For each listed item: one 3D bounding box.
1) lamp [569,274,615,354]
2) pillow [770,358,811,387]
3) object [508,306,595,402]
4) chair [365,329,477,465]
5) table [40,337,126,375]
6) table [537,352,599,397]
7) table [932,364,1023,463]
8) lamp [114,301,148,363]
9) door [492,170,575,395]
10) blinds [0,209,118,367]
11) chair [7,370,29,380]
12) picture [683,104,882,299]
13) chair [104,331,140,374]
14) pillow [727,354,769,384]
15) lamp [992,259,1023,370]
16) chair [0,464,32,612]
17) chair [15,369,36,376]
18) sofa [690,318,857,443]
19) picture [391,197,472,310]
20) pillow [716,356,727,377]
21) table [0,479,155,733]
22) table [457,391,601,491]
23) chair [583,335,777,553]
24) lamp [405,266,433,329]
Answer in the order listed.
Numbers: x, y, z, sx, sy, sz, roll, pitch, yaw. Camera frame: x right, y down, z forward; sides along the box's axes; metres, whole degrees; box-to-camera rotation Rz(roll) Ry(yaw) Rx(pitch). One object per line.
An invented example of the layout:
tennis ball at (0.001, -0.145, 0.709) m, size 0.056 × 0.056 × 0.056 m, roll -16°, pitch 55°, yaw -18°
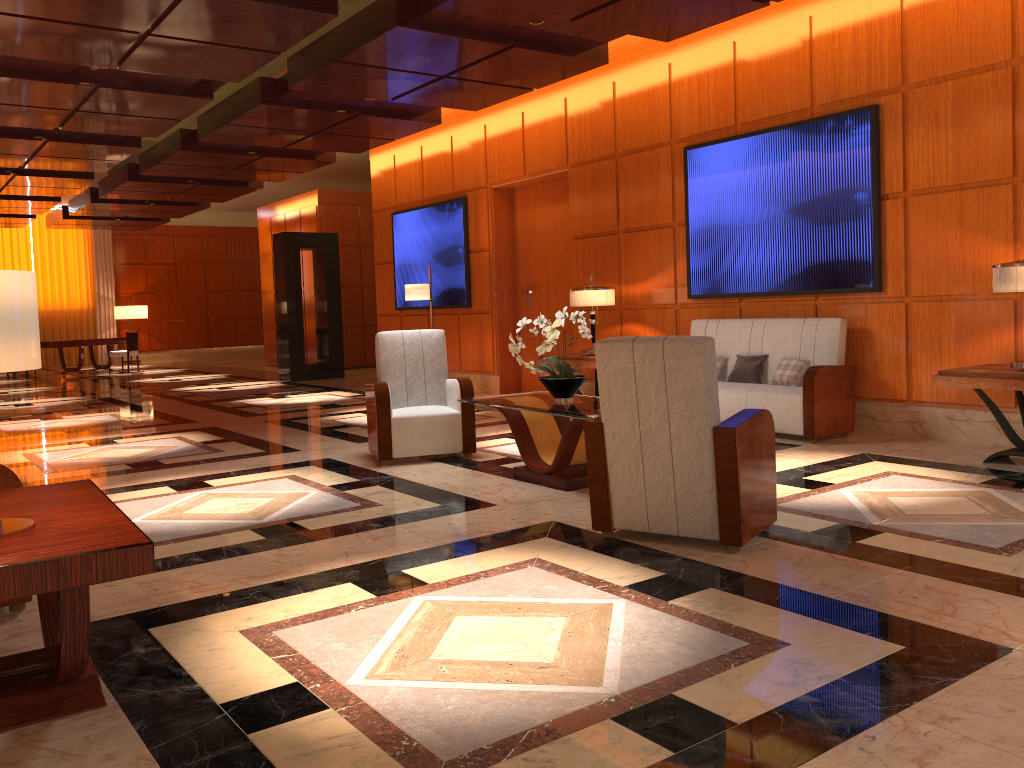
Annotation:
lamp at (0.806, -0.699, 8.868) m, size 0.458 × 0.792 × 0.460 m, roll -1°, pitch 3°, yaw 16°
pillow at (2.256, -0.088, 7.207) m, size 0.202 × 0.229 × 0.273 m, roll -5°, pitch 5°, yaw -33°
object at (0.305, -0.198, 5.818) m, size 0.417 × 0.616 × 0.790 m, roll 0°, pitch 5°, yaw 31°
chair at (-0.718, 0.069, 6.781) m, size 0.738 × 0.959 × 0.629 m, roll -3°, pitch 4°, yaw -17°
table at (-9.287, -0.609, 19.351) m, size 0.783 × 0.740 × 2.112 m, roll 0°, pitch 5°, yaw 25°
table at (0.928, 0.011, 8.887) m, size 0.726 × 0.605 × 1.271 m, roll -5°, pitch 5°, yaw -35°
table at (3.405, 0.219, 5.469) m, size 0.726 × 0.605 × 1.271 m, roll -5°, pitch 5°, yaw -35°
lamp at (-10.076, -1.389, 23.511) m, size 0.810 × 1.657 × 0.812 m, roll -2°, pitch 3°, yaw 4°
door at (0.380, -1.159, 10.791) m, size 0.341 × 2.646 × 1.539 m, roll -4°, pitch 4°, yaw -36°
blinds at (-12.253, -2.449, 22.692) m, size 3.858 × 4.056 × 0.149 m, roll -5°, pitch 4°, yaw -36°
chair at (-10.399, -0.543, 18.343) m, size 0.576 × 0.892 × 0.586 m, roll -2°, pitch 3°, yaw 2°
picture at (2.270, -1.492, 7.706) m, size 0.056 × 1.449 × 1.998 m, roll -4°, pitch 5°, yaw -36°
chair at (-8.321, -0.679, 19.033) m, size 0.576 × 0.892 × 0.586 m, roll -2°, pitch 3°, yaw 7°
pillow at (2.021, -0.127, 7.589) m, size 0.160 × 0.252 × 0.358 m, roll -5°, pitch 5°, yaw -39°
lamp at (3.244, -0.487, 5.505) m, size 0.459 × 0.808 × 0.459 m, roll -4°, pitch 4°, yaw -27°
chair at (-2.343, 0.411, 3.536) m, size 0.629 × 0.959 × 0.738 m, roll -5°, pitch 4°, yaw -37°
chair at (-10.853, -0.628, 19.516) m, size 0.576 × 0.892 × 0.585 m, roll -3°, pitch 3°, yaw -8°
sofa at (1.978, -0.083, 7.534) m, size 0.613 × 0.930 × 1.800 m, roll -4°, pitch 5°, yaw -35°
picture at (-1.167, -1.780, 12.452) m, size 0.056 × 1.449 × 1.998 m, roll -4°, pitch 5°, yaw -36°
pillow at (1.744, -0.138, 7.925) m, size 0.195 × 0.226 × 0.344 m, roll -4°, pitch 5°, yaw -31°
table at (-1.556, 0.680, 2.646) m, size 0.726 × 0.533 × 1.169 m, roll -5°, pitch 5°, yaw -33°
table at (0.349, 0.367, 5.715) m, size 0.723 × 0.495 × 1.561 m, roll -5°, pitch 5°, yaw -33°
chair at (0.790, 0.239, 4.191) m, size 0.738 × 0.959 × 0.630 m, roll 0°, pitch 4°, yaw 33°
lamp at (-1.042, -0.620, 10.890) m, size 0.360 × 1.657 × 0.527 m, roll 1°, pitch 4°, yaw 44°
